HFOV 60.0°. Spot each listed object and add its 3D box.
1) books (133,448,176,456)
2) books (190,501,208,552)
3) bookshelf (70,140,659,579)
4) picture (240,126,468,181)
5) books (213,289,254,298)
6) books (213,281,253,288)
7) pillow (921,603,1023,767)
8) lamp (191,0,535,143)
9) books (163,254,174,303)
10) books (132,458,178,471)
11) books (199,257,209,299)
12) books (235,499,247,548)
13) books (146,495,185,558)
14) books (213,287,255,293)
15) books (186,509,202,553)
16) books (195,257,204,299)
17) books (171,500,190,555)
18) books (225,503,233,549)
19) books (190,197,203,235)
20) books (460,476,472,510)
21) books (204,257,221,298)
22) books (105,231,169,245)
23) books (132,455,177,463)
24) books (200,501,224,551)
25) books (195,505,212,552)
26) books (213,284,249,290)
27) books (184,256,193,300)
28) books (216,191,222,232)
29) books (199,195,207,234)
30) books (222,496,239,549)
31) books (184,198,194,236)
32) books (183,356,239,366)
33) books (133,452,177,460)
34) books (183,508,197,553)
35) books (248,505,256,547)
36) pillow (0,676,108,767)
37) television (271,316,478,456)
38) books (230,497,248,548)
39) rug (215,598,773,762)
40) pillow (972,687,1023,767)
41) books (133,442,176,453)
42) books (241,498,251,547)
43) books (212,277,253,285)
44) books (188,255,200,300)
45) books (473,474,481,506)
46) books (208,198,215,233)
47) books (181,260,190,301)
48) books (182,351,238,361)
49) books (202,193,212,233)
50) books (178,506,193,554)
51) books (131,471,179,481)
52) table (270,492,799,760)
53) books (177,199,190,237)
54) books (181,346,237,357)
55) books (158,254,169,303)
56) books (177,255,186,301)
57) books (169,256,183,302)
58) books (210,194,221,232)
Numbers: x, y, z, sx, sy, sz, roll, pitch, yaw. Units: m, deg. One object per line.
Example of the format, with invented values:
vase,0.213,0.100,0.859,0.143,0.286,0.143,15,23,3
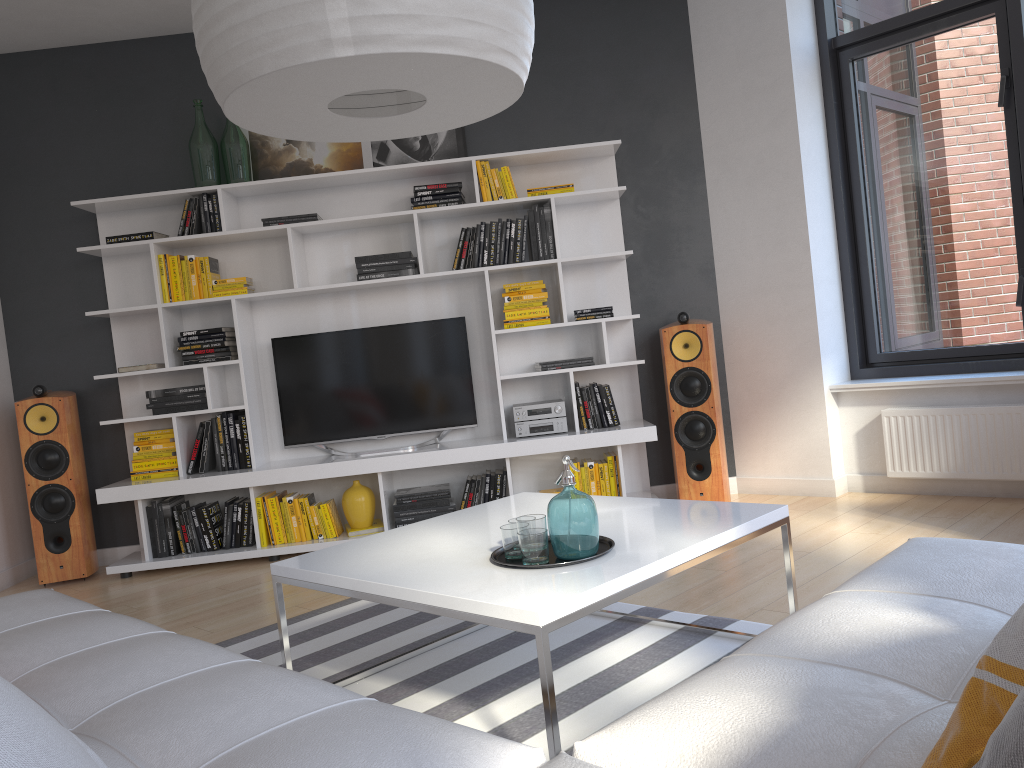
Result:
books,-1.989,0.376,5.032,0.251,0.019,0.180,-6,2,0
books,-1.711,0.791,4.927,0.066,0.255,0.193,-7,2,-1
bookshelf,-0.785,-0.140,4.921,3.000,2.052,0.455,-6,2,0
picture,-0.921,-1.515,5.072,1.279,0.707,0.076,-6,2,0
books,-1.553,-0.500,4.961,0.190,0.033,0.147,-6,2,0
books,-1.558,-0.552,4.959,0.187,0.014,0.134,-6,2,0
pillow,0.002,0.340,1.046,2.095,0.440,0.630,-6,2,2
lamp,0.038,-0.344,0.336,0.710,2.647,3.199,-7,2,-9
books,-1.885,-0.581,4.965,0.025,0.270,0.213,-6,2,0
books,-1.981,0.445,5.023,0.255,0.044,0.198,-6,2,0
books,-1.698,-0.585,4.967,0.024,0.234,0.172,-6,2,0
books,-1.494,0.771,4.928,0.071,0.243,0.179,-7,2,-1
books,-1.910,0.784,4.936,0.128,0.321,0.259,-6,2,0
books,-1.555,-0.523,4.964,0.196,0.011,0.148,-6,2,0
books,-1.739,0.800,4.916,0.050,0.242,0.169,-7,2,-1
books,-1.723,-0.585,4.971,0.023,0.239,0.169,-6,2,0
books,-1.818,0.796,4.933,0.053,0.268,0.202,-6,2,-1
books,-1.544,0.780,4.915,0.069,0.242,0.172,-6,2,1
books,-1.747,-0.919,4.943,0.074,0.212,0.154,-7,2,-1
books,-0.263,0.637,4.932,0.104,0.234,0.182,-6,2,0
books,-1.672,-0.588,4.971,0.024,0.234,0.172,-6,2,0
books,-2.078,-0.799,4.936,0.268,0.046,0.208,-6,2,3
books,-1.987,0.415,5.036,0.263,0.015,0.198,-6,2,3
books,-1.647,0.786,4.923,0.083,0.249,0.191,-6,2,0
books,-1.680,0.794,4.919,0.066,0.242,0.177,-6,2,0
books,-1.562,-0.535,4.944,0.169,0.018,0.113,-6,2,1
books,-1.779,-0.584,4.970,0.019,0.251,0.180,-6,2,0
books,-1.595,-0.946,4.938,0.019,0.230,0.174,-6,2,0
books,-1.700,-0.927,4.944,0.021,0.221,0.156,-6,2,0
books,-1.567,0.771,4.943,0.066,0.260,0.197,-6,2,0
books,-1.776,-0.916,4.955,0.087,0.214,0.171,-6,2,0
books,-1.679,-0.130,4.971,0.263,0.026,0.189,-7,2,-2
books,-1.999,0.399,5.015,0.228,0.024,0.152,-6,2,4
books,-1.761,0.806,4.923,0.049,0.236,0.170,-6,2,0
books,-1.423,0.755,4.940,0.066,0.260,0.197,-6,2,0
pillow,0.315,0.284,1.083,2.156,0.456,0.580,-7,2,-19
television,-0.773,0.029,5.038,1.102,0.704,0.207,-6,2,0
books,-1.520,0.769,4.940,0.075,0.254,0.192,-7,2,-1
rug,-0.150,0.905,2.718,2.326,0.016,1.662,-4,3,45
pillow,-0.590,0.375,1.335,2.953,0.453,0.647,-5,3,33
books,-1.981,0.348,5.029,0.250,0.035,0.185,-6,2,3
books,-1.456,0.763,4.939,0.084,0.249,0.191,-6,2,0
books,-1.564,-0.572,4.970,0.186,0.026,0.138,-6,2,0
books,-1.753,-0.587,4.968,0.035,0.250,0.185,-6,2,0
books,-0.198,0.630,4.923,0.081,0.233,0.169,-7,2,-1
books,-1.650,-0.925,4.945,0.021,0.200,0.147,-6,2,0
books,-1.799,-0.568,4.952,0.024,0.229,0.156,-6,2,0
books,-1.681,-0.156,4.971,0.270,0.025,0.189,-7,2,-1
books,-1.676,-0.936,4.949,0.025,0.232,0.176,-6,2,0
books,-1.785,0.808,4.930,0.053,0.240,0.189,-6,2,0
books,-1.972,0.507,5.012,0.270,0.029,0.204,-6,2,5
table,0.075,0.660,2.630,1.091,0.435,1.091,-4,3,45
books,-1.808,-0.913,4.949,0.096,0.213,0.166,-7,2,-2
books,-1.692,-0.183,4.989,0.266,0.030,0.209,-7,2,-2
books,-1.911,-0.578,4.956,0.029,0.270,0.204,-6,2,0
books,-1.819,-0.584,4.973,0.015,0.263,0.199,-6,2,0
books,-1.849,-0.578,4.970,0.044,0.255,0.198,-6,2,0
books,-1.622,-0.936,4.945,0.038,0.218,0.169,-6,2,0
